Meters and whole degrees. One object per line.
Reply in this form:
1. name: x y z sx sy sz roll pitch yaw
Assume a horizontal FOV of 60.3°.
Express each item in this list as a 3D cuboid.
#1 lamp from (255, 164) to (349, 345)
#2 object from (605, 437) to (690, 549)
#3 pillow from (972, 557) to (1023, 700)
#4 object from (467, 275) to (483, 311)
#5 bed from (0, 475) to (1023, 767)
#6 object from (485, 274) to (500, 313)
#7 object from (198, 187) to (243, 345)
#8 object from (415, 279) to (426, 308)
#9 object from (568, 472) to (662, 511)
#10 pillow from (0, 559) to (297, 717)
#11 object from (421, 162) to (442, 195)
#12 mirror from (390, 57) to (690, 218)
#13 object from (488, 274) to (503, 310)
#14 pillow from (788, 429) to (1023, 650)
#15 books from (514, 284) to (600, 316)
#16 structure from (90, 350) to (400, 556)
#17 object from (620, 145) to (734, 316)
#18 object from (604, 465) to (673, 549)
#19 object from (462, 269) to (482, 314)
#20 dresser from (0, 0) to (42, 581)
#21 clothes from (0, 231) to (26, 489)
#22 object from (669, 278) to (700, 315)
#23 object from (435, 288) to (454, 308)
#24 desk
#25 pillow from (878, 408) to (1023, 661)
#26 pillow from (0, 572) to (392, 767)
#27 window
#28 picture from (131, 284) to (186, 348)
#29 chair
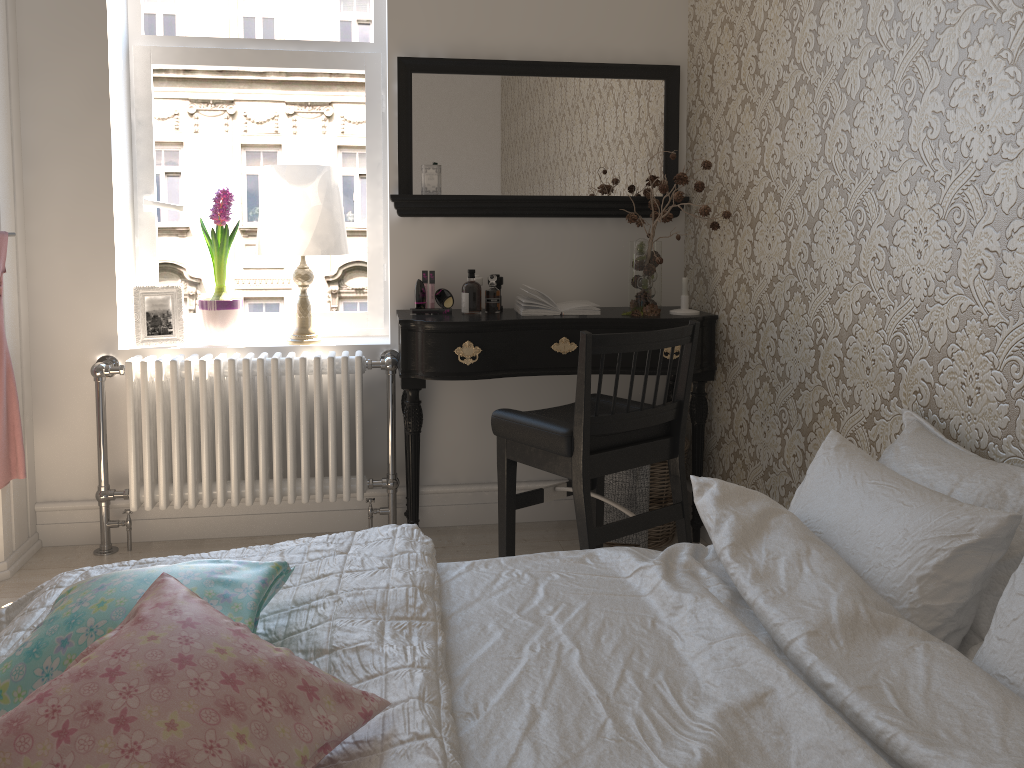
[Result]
1. lamp: -0.775 -0.475 3.266 0.339 0.647 0.344 0 6 3
2. object: 0.446 0.342 3.220 0.394 0.428 0.397 3 8 23
3. pillow: 0.757 0.382 1.017 0.202 0.305 0.571 -1 9 -9
4. object: -0.134 -0.330 3.209 0.058 0.133 0.058 5 7 42
5. bed: -0.031 0.596 1.241 2.211 0.626 1.976 -1 10 -9
6. object: -0.069 -0.322 3.149 0.054 0.138 0.054 3 6 30
7. object: -1.073 -0.434 3.243 0.156 0.573 0.158 -2 5 -24
8. object: -0.328 -0.316 3.154 0.031 0.119 0.055 3 6 29
9. object: 0.374 0.339 3.210 0.367 0.329 0.306 -1 7 -8
10. pillow: -0.517 0.357 1.234 0.362 0.167 0.386 -1 9 -4
11. object: -0.292 -0.745 3.202 0.072 0.120 0.037 0 5 -4
12. mirror: 0.112 -0.900 3.249 1.118 0.568 0.067 -1 5 -9
13. object: -0.061 -0.337 3.247 0.058 0.133 0.058 5 7 42
14. pillow: 0.662 0.298 1.608 0.204 0.300 0.568 -1 9 -9
15. books: 0.158 -0.304 3.168 0.278 0.095 0.229 -1 9 -7
16. structure: -0.924 0.234 3.126 1.067 0.677 0.167 -1 5 -9
17. object: 0.540 -0.512 3.029 0.318 0.594 0.545 -4 8 -38
18. object: 0.425 0.361 3.182 0.291 0.352 0.352 4 8 30
19. object: -0.143 -0.325 3.113 0.070 0.157 0.071 -1 6 -15
20. dresser: -2.081 -0.631 2.606 1.025 2.562 0.707 -1 5 -9
21. clothes: -1.654 -0.037 2.697 0.092 0.869 0.332 2 6 21
22. object: 0.609 -0.310 3.112 0.105 0.130 0.105 3 8 26
23. object: -0.256 -0.298 3.151 0.080 0.085 0.083 4 9 31
24. desk: 0.151 0.158 3.153 1.105 0.816 0.440 -1 6 -9
25. pillow: 0.830 0.310 1.345 0.310 0.351 1.268 -1 10 -9
26. pillow: -0.385 0.383 0.975 0.354 0.200 0.398 4 10 23
27. window: -0.954 -1.059 3.355 0.949 1.768 0.111 -1 5 -9
28. picture: -1.272 -0.246 3.181 0.177 0.224 0.050 -4 6 -29
29. chair: 0.249 0.239 2.600 0.458 0.854 0.460 -5 8 -39
